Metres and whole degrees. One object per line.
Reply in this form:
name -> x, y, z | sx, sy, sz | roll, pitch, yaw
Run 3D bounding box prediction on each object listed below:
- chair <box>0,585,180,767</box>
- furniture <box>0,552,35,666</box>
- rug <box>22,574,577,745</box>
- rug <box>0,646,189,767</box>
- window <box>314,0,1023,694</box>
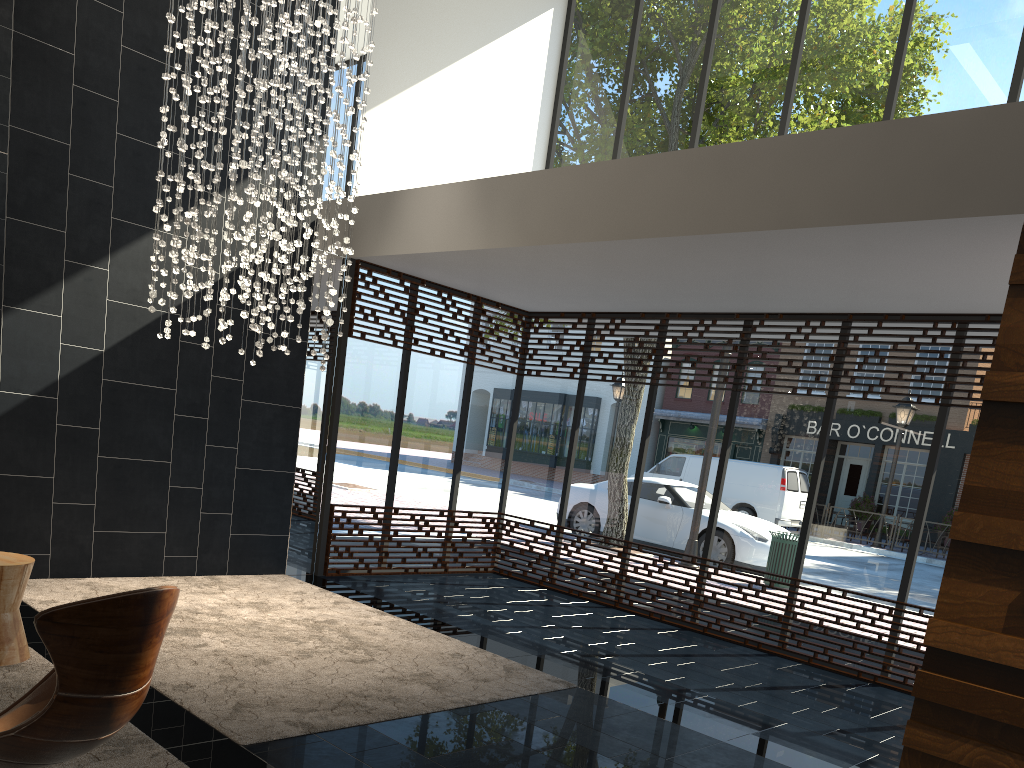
chair -> -1.399, 0.989, 2.636 | 0.783, 0.951, 0.664 | 9, 5, 11
furniture -> -2.654, 1.134, 4.372 | 0.395, 0.533, 0.381 | 7, 5, -12
rug -> -1.603, 1.640, 5.732 | 3.340, 0.006, 2.356 | 5, -5, 43
rug -> -3.738, 1.191, 3.527 | 5.769, 0.006, 3.240 | 5, -5, 43
window -> 1.594, -0.910, 6.253 | 5.991, 6.157, 2.356 | 11, 8, 42
